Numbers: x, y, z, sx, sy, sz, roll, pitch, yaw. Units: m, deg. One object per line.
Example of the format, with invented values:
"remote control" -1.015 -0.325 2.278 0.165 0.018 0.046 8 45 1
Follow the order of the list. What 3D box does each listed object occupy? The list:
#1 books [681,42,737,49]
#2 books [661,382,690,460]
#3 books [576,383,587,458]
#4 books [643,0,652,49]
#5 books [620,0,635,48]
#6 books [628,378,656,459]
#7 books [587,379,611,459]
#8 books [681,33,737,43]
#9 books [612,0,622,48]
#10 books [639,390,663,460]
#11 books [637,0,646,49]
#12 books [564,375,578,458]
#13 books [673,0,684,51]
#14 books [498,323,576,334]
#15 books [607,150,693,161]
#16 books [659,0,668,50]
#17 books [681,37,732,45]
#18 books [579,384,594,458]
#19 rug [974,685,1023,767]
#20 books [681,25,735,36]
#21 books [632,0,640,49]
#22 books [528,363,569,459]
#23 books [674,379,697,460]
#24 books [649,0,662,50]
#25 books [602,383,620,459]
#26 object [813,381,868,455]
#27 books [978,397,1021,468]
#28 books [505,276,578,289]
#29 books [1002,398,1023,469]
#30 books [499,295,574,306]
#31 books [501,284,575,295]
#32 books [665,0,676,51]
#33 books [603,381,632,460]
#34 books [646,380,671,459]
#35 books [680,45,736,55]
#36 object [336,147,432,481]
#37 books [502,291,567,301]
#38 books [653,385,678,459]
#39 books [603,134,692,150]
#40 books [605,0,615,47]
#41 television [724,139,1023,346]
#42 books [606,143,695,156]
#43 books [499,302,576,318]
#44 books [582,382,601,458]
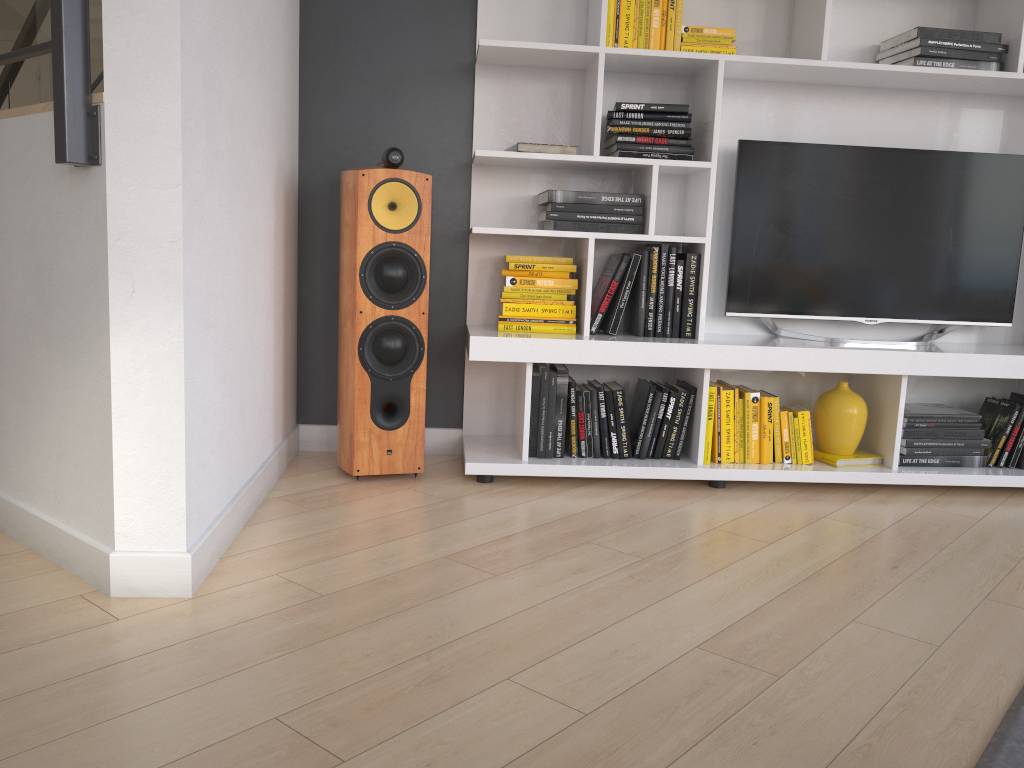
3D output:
"books" 0.659 -1.154 3.068 0.196 0.011 0.148 2 8 -5
"books" 0.563 0.128 3.177 0.084 0.249 0.191 2 8 -5
"books" 0.233 0.126 3.142 0.053 0.240 0.189 2 8 -4
"books" 0.447 -1.247 3.048 0.019 0.251 0.180 2 8 -5
"books" 0.377 -1.252 3.042 0.044 0.255 0.198 2 8 -5
"books" 0.453 0.119 3.171 0.066 0.260 0.197 2 8 -5
"books" 0.309 0.120 3.144 0.066 0.255 0.193 2 8 -5
"books" 0.662 -1.183 3.059 0.187 0.014 0.134 2 8 -5
"books" 0.343 -1.259 3.033 0.025 0.270 0.213 2 8 -5
"books" 0.476 0.134 3.147 0.069 0.242 0.172 2 8 -4
"books" 0.427 -1.232 3.030 0.024 0.229 0.156 2 8 -5
"books" 0.202 0.109 3.141 0.053 0.268 0.202 2 8 -5
"books" 0.553 -1.236 3.058 0.024 0.234 0.172 2 8 -5
"books" 0.088 -0.206 3.178 0.270 0.029 0.204 3 8 0
"books" 0.477 -0.786 3.101 0.263 0.026 0.189 2 9 -6
"books" 0.503 -1.240 3.053 0.023 0.239 0.169 2 8 -5
"books" 0.656 -1.165 3.046 0.169 0.018 0.113 2 8 -3
"books" 0.258 0.128 3.138 0.049 0.236 0.170 2 8 -4
"rug" 1.994 0.697 1.106 2.326 0.016 1.662 10 11 40
"books" 0.658 -1.205 3.069 0.186 0.026 0.138 2 8 -5
"books" 0.408 -1.253 3.047 0.015 0.263 0.199 2 8 -5
"books" 0.113 0.083 3.135 0.128 0.321 0.259 2 8 -5
"books" 0.597 0.124 3.180 0.066 0.260 0.197 2 8 -5
"books" 0.474 -1.246 3.048 0.035 0.250 0.185 2 8 -5
"books" 0.339 0.128 3.140 0.066 0.242 0.177 2 8 -5
"object" 1.180 0.118 3.194 0.185 0.257 0.185 -2 9 -27
"books" 1.759 0.175 3.265 0.104 0.234 0.182 2 8 -5
"books" 0.102 -0.366 3.178 0.250 0.035 0.185 2 8 -2
"books" 1.825 0.179 3.261 0.081 0.233 0.169 2 8 -6
"books" 0.085 -0.301 3.192 0.263 0.015 0.198 2 8 -2
"books" 0.090 -0.340 3.184 0.251 0.019 0.180 2 8 -5
"books" 0.527 -1.236 3.052 0.024 0.234 0.172 2 8 -5
"books" 0.373 0.125 3.146 0.083 0.249 0.191 2 8 -5
"books" 0.499 0.124 3.173 0.075 0.254 0.192 2 8 -6
"books" 0.658 -1.131 3.067 0.190 0.033 0.147 2 8 -5
"object" -0.458 -0.245 3.072 0.290 1.088 0.434 -1 9 -19
"books" 0.078 -0.316 3.168 0.228 0.024 0.152 2 8 -1
"books" 0.526 0.131 3.163 0.071 0.243 0.179 2 8 -6
"books" 0.471 -0.842 3.113 0.266 0.030 0.209 2 9 -6
"books" 0.317 -1.258 3.023 0.029 0.270 0.204 2 8 -5
"television" 1.340 -0.507 3.265 1.102 0.704 0.207 2 8 -5
"books" 0.479 -0.812 3.099 0.270 0.025 0.189 2 8 -6
"books" 0.088 -0.270 3.182 0.255 0.044 0.198 2 8 -5
"books" 0.281 0.126 3.132 0.050 0.242 0.169 2 8 -5
